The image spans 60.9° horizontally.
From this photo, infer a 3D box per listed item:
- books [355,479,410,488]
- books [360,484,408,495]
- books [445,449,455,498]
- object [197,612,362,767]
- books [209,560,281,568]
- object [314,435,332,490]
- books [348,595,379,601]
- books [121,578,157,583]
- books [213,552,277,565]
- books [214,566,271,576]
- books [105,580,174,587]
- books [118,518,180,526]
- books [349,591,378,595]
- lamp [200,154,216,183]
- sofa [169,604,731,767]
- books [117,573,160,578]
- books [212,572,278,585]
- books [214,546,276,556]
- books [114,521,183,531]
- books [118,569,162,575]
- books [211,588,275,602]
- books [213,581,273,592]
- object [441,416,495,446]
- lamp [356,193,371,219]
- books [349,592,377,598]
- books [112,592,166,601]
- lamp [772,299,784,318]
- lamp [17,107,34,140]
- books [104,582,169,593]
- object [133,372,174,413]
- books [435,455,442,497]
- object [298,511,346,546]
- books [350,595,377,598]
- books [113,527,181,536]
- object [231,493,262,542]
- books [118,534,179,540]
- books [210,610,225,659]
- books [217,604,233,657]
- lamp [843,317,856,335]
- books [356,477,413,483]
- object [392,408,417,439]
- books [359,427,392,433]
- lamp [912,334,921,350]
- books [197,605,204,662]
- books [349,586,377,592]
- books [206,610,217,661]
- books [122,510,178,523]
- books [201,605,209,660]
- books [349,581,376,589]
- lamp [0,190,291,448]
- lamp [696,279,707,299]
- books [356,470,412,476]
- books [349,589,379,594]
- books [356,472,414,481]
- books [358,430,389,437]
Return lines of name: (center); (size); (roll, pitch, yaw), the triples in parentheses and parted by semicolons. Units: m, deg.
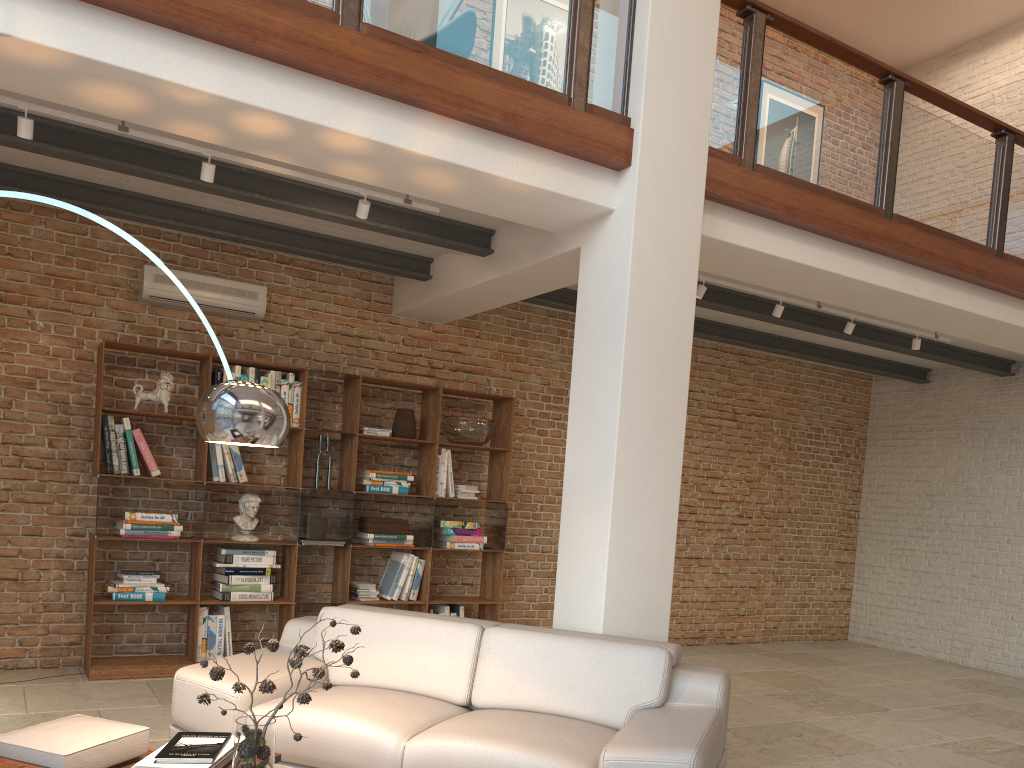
books: (-1.011, 0.768, 6.739); (0.382, 0.036, 0.244); (8, -8, -30)
books: (-0.992, 0.817, 6.745); (0.328, 0.055, 0.255); (7, -7, -20)
books: (-0.547, 0.719, 7.020); (0.102, 0.383, 0.242); (3, 1, -31)
object: (-0.668, 0.994, 2.688); (0.315, 0.606, 0.546); (5, -1, 30)
books: (-1.917, 1.291, 6.246); (0.448, 0.020, 0.272); (8, -8, -30)
object: (-1.391, 0.578, 6.434); (0.122, 0.399, 0.061); (3, 3, -28)
books: (-1.162, 1.654, 6.759); (0.172, 0.019, 0.236); (11, -10, -42)
books: (-2.534, 1.328, 5.922); (0.207, 0.034, 0.132); (8, -8, -30)
books: (-1.916, 1.251, 6.263); (0.383, 0.064, 0.244); (9, -8, -36)
books: (-1.928, 1.326, 6.229); (0.329, 0.055, 0.254); (9, -8, -35)
books: (-2.523, 1.352, 5.904); (0.383, 0.018, 0.244); (10, -9, -38)
books: (-2.466, 0.935, 5.909); (0.358, 0.020, 0.272); (9, -9, -32)
books: (-1.161, 1.613, 6.747); (0.157, 0.008, 0.242); (9, -9, -35)
lamp: (-1.418, -0.997, 4.067); (0.061, 0.129, 0.085); (3, 0, -28)
sofa: (-0.241, 1.501, 3.976); (2.321, 0.755, 1.154); (2, -5, 19)
books: (-2.541, 1.301, 5.923); (0.238, 0.019, 0.170); (10, -9, -37)
books: (-1.915, 1.392, 6.256); (0.383, 0.064, 0.243); (11, -9, -43)
books: (-1.914, 1.199, 6.254); (0.382, 0.036, 0.244); (8, -8, -30)
books: (-2.456, 0.962, 5.895); (0.383, 0.036, 0.244); (9, -9, -37)
books: (-2.521, 1.274, 5.909); (0.254, 0.017, 0.162); (8, -8, -30)
books: (-1.930, 1.510, 6.255); (0.383, 0.064, 0.244); (9, -8, -36)
books: (-1.937, 1.451, 6.268); (0.364, 0.055, 0.282); (8, -8, -28)
object: (-0.359, 0.392, 7.059); (0.437, 0.218, 0.439); (3, -5, 11)
lamp: (-0.762, -0.904, 4.470); (0.061, 0.115, 0.094); (4, -1, -24)
books: (-1.171, 1.624, 6.738); (0.163, 0.017, 0.251); (9, -9, -35)
books: (-2.524, 1.427, 5.912); (0.328, 0.055, 0.255); (7, -7, -20)
lamp: (1.836, -0.513, 6.011); (0.061, 0.129, 0.085); (3, 0, -28)
lamp: (-2.057, -1.096, 3.685); (0.061, 0.121, 0.085); (3, 0, -28)
books: (-2.543, 1.378, 5.906); (0.382, 0.036, 0.244); (8, -8, -30)
object: (-2.386, 0.047, 5.804); (0.253, 0.283, 0.129); (5, 1, -23)
books: (-0.650, 0.728, 6.936); (0.056, 0.329, 0.253); (2, 0, -31)
object: (-1.437, 1.070, 6.478); (0.338, 0.232, 0.283); (6, -4, -30)
books: (-1.163, 1.639, 6.748); (0.157, 0.008, 0.242); (9, -9, -35)
books: (-2.471, 0.998, 5.897); (0.383, 0.036, 0.244); (9, -9, -35)
object: (-1.897, 0.949, 6.229); (0.197, 0.350, 0.193); (4, 1, -15)
books: (-2.469, 1.028, 5.909); (0.358, 0.020, 0.272); (8, -8, -30)
books: (-2.101, 1.784, 6.194); (0.056, 0.329, 0.253); (2, 0, -31)
books: (-2.056, 1.766, 6.243); (0.079, 0.385, 0.242); (2, 1, -31)
lamp: (2.475, -0.418, 6.393); (0.061, 0.129, 0.085); (3, 0, -28)
books: (-0.990, 0.742, 6.737); (0.383, 0.018, 0.244); (10, -9, -38)
object: (-0.829, 0.310, 6.728); (0.192, 0.232, 0.195); (4, -1, 17)
books: (-1.057, 0.351, 6.611); (0.238, 0.019, 0.170); (10, -9, -37)
lamp: (3.149, -0.319, 6.787); (0.059, 0.129, 0.087); (5, 0, 20)
books: (-2.218, 1.740, 6.120); (0.036, 0.383, 0.242); (2, 1, -31)
books: (-1.168, 1.580, 6.735); (0.163, 0.017, 0.252); (8, -8, -30)
books: (-2.152, 1.778, 6.170); (0.058, 0.330, 0.253); (2, 0, -31)
books: (-2.455, 0.898, 5.910); (0.329, 0.055, 0.255); (8, -8, -28)
books: (-2.195, 1.746, 6.152); (0.036, 0.383, 0.242); (2, 1, -31)
books: (-1.158, 1.556, 6.744); (0.133, 0.033, 0.205); (9, -8, -35)
lamp: (-1.822, 0.494, 3.170); (2.029, 2.351, 0.317); (4, 3, 6)
lamp: (1.218, -0.606, 5.639); (0.085, 0.129, 0.059); (4, 1, 29)
books: (-0.993, 0.687, 6.744); (0.358, 0.020, 0.272); (9, -9, -32)
books: (-1.158, 1.601, 6.756); (0.172, 0.019, 0.236); (10, -9, -37)
books: (-0.983, 0.714, 6.729); (0.383, 0.036, 0.244); (9, -9, -37)
books: (-1.050, 0.378, 6.609); (0.207, 0.034, 0.132); (8, -8, -30)
